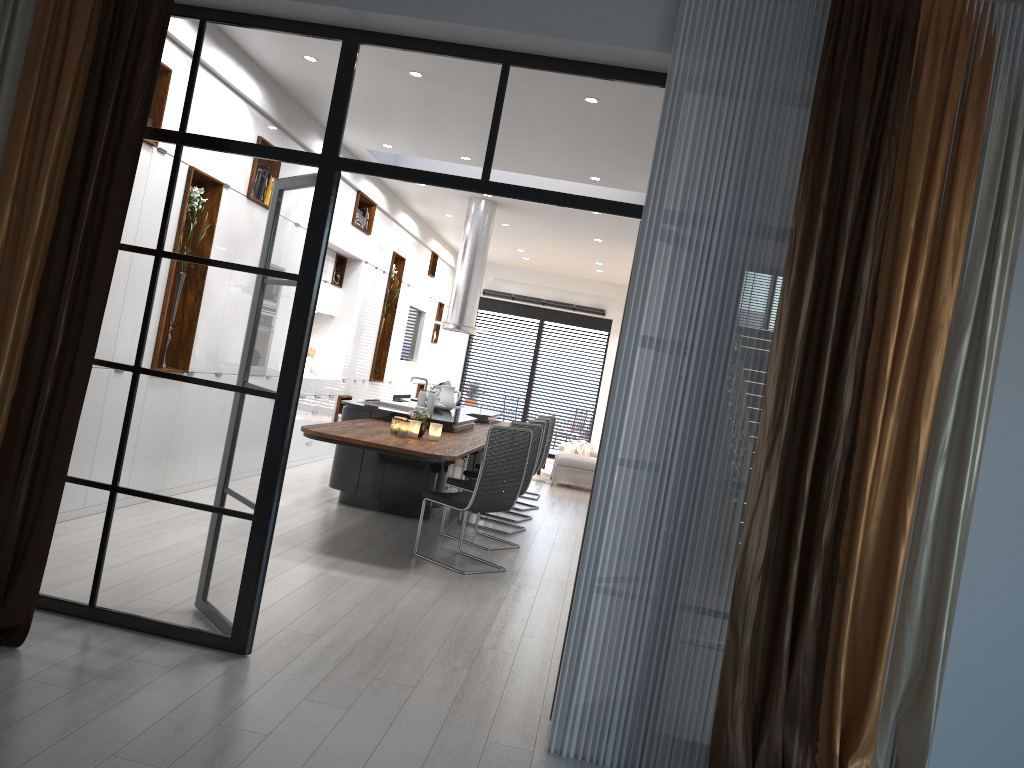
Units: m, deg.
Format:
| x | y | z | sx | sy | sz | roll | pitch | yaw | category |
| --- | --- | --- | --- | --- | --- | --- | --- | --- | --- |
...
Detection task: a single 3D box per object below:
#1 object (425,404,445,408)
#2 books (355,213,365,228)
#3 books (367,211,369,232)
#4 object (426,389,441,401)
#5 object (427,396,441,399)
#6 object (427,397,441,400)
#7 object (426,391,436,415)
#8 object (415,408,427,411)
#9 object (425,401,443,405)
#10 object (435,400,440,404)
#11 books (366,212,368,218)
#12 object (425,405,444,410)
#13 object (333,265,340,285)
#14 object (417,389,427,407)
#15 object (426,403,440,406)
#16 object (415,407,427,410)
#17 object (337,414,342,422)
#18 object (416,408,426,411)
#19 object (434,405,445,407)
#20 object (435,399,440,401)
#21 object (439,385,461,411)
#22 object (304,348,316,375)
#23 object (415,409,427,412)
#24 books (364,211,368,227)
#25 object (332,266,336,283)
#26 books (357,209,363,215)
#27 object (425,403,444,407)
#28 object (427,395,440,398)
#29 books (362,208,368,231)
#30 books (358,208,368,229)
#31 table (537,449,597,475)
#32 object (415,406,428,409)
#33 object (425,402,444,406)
| x | y | z | sx | sy | sz | roll | pitch | yaw | category |
| --- | --- | --- | --- | --- | --- | --- | --- | --- | --- |
| -0.812 | 0.232 | 9.036 | 0.265 | 0.033 | 0.263 | 11 | 1 | 43 | object |
| -1.851 | -1.883 | 10.140 | 0.279 | 0.137 | 0.345 | 10 | 0 | 1 | books |
| -1.796 | -1.927 | 10.512 | 0.210 | 0.267 | 0.025 | 10 | -1 | 6 | books |
| -0.865 | 0.151 | 9.666 | 0.211 | 0.174 | 0.211 | 10 | 0 | 13 | object |
| -0.799 | 0.159 | 9.037 | 0.138 | 0.051 | 0.138 | 10 | 0 | -14 | object |
| -0.801 | 0.170 | 9.037 | 0.138 | 0.051 | 0.138 | 10 | 0 | -14 | object |
| -0.731 | 0.168 | 7.970 | 0.071 | 0.219 | 0.070 | 10 | -1 | 32 | object |
| -0.805 | 0.236 | 7.821 | 0.111 | 0.023 | 0.111 | 11 | 1 | 19 | object |
| -0.807 | 0.201 | 9.036 | 0.229 | 0.016 | 0.229 | 10 | 1 | 3 | object |
| -0.803 | 0.182 | 9.036 | 0.138 | 0.051 | 0.138 | 10 | 0 | -14 | object |
| -1.818 | -1.932 | 10.405 | 0.217 | 0.272 | 0.030 | 10 | -1 | 6 | books |
| -0.814 | 0.238 | 9.036 | 0.265 | 0.033 | 0.263 | 11 | 1 | 43 | object |
| -2.092 | -1.285 | 10.471 | 0.123 | 0.231 | 0.123 | 10 | -1 | 7 | object |
| -0.813 | 0.153 | 7.970 | 0.070 | 0.219 | 0.071 | 11 | -1 | -30 | object |
| -0.809 | 0.210 | 9.036 | 0.229 | 0.016 | 0.229 | 10 | 1 | 3 | object |
| -0.803 | 0.223 | 7.821 | 0.111 | 0.023 | 0.111 | 11 | 1 | 19 | object |
| -2.197 | 0.458 | 10.767 | 0.250 | 0.323 | 0.241 | 10 | 0 | 6 | object |
| -0.804 | 0.230 | 7.821 | 0.111 | 0.023 | 0.111 | 11 | 1 | 19 | object |
| -0.811 | 0.225 | 9.036 | 0.265 | 0.033 | 0.263 | 11 | 1 | 43 | object |
| -0.802 | 0.176 | 9.037 | 0.138 | 0.051 | 0.138 | 10 | 0 | -14 | object |
| -0.674 | 0.148 | 9.305 | 0.211 | 0.254 | 0.182 | 10 | 0 | 40 | object |
| -2.420 | -0.282 | 10.385 | 0.221 | 0.316 | 0.330 | 10 | 0 | 6 | object |
| -0.806 | 0.242 | 7.821 | 0.111 | 0.023 | 0.111 | 11 | 1 | 19 | object |
| -1.804 | -1.922 | 10.376 | 0.194 | 0.273 | 0.025 | 10 | -1 | 6 | books |
| -2.109 | -1.308 | 10.278 | 0.124 | 0.275 | 0.124 | 10 | -1 | -6 | object |
| -1.857 | -1.978 | 10.122 | 0.250 | 0.047 | 0.307 | 10 | 1 | 2 | books |
| -0.810 | 0.215 | 9.036 | 0.229 | 0.016 | 0.229 | 10 | 1 | 3 | object |
| -0.798 | 0.153 | 9.037 | 0.138 | 0.051 | 0.138 | 10 | 0 | -14 | object |
| -1.807 | -1.933 | 10.435 | 0.253 | 0.312 | 0.030 | 10 | -1 | 6 | books |
| -1.805 | -1.923 | 10.350 | 0.197 | 0.268 | 0.025 | 10 | -1 | 6 | books |
| 0.929 | 1.255 | 13.322 | 1.001 | 0.350 | 0.999 | 10 | 0 | 6 | table |
| -0.801 | 0.217 | 7.821 | 0.111 | 0.023 | 0.111 | 11 | 1 | 19 | object |
| -0.808 | 0.205 | 9.036 | 0.229 | 0.016 | 0.229 | 10 | 1 | 3 | object |
